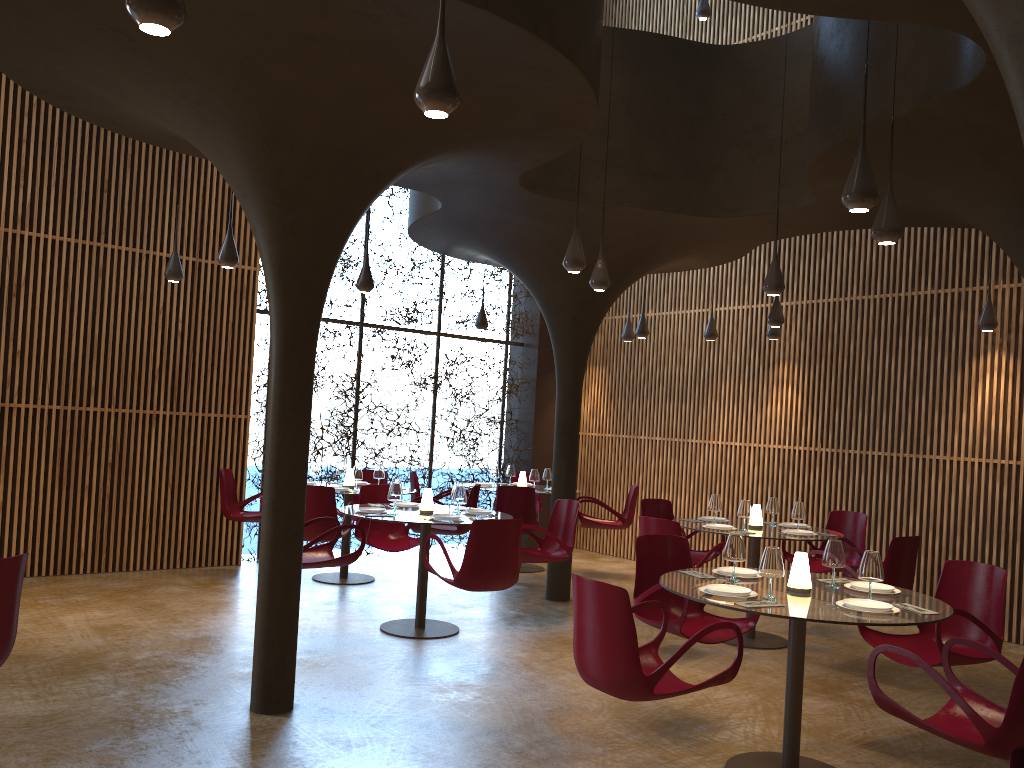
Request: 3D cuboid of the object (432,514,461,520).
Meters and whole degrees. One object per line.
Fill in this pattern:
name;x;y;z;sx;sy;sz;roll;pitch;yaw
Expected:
object;-0.599;1.218;8.114;0.263;0.029;0.263;4;-2;-14

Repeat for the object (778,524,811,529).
object;2.925;1.473;9.172;0.332;0.014;0.331;5;-3;-40

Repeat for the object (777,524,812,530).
object;2.928;1.474;9.169;0.204;0.012;0.410;5;-3;-41

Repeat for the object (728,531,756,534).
object;2.163;1.401;8.343;0.262;0.017;0.126;5;-3;-33

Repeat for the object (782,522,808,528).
object;2.925;1.463;9.173;0.263;0.029;0.263;5;-3;-27

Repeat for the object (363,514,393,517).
object;-1.215;1.197;8.053;0.262;0.017;0.126;4;-3;-23

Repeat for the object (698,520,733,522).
object;2.126;1.436;9.345;0.411;0.012;0.204;5;-3;-36

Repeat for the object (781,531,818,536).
object;2.758;1.435;8.510;0.332;0.014;0.332;4;-3;-15

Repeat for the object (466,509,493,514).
object;-0.320;1.260;8.737;0.263;0.029;0.263;5;-3;-37

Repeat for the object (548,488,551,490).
object;0.658;1.480;12.369;0.331;0.014;0.332;2;-3;25

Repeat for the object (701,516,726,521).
object;2.123;1.425;9.342;0.263;0.029;0.263;3;-2;-2

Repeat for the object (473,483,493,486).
object;-0.404;1.426;12.522;0.331;0.014;0.332;2;-3;33

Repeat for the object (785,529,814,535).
object;2.759;1.425;8.510;0.263;0.029;0.263;2;-3;30

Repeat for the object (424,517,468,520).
object;-0.604;1.228;8.111;0.411;0.012;0.204;4;-3;-22

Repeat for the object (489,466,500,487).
object;-0.244;1.290;12.348;0.142;0.295;0.142;4;-2;-39

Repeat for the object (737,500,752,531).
object;2.251;1.272;8.570;0.142;0.295;0.142;2;-2;45

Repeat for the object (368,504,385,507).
object;-1.369;1.226;8.949;0.126;0.017;0.262;4;-3;-22

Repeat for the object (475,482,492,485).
object;-0.403;1.416;12.523;0.263;0.029;0.263;1;-3;39

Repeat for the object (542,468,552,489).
object;0.502;1.341;12.537;0.142;0.295;0.142;4;-1;-21

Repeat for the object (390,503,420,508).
object;-1.082;1.239;9.043;0.332;0.014;0.332;4;-2;-12

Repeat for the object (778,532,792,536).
object;2.754;1.436;8.507;0.411;0.012;0.204;5;-3;-32

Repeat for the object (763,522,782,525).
object;2.756;1.481;9.423;0.262;0.017;0.126;5;-3;-37

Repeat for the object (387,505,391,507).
object;-1.078;1.241;9.045;0.411;0.012;0.204;4;-3;-26

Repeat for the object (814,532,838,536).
object;3.033;1.463;8.634;0.126;0.017;0.262;5;-3;-28

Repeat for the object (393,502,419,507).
object;-1.081;1.230;9.043;0.263;0.029;0.263;5;-3;-37

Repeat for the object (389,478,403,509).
object;-1.156;1.089;8.827;0.142;0.295;0.142;3;-1;0

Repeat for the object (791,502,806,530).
object;2.824;1.311;8.738;0.142;0.295;0.142;3;-1;5

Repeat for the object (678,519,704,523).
object;1.856;1.420;9.199;0.126;0.017;0.262;5;-3;-32

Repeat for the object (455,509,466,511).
object;-0.444;1.282;9.013;0.262;0.017;0.126;5;-3;-27

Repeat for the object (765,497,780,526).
object;2.700;1.324;9.195;0.142;0.295;0.142;4;-2;-38

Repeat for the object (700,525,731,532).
object;2.010;1.398;8.609;0.204;0.012;0.410;5;-3;-37

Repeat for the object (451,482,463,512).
object;-0.538;1.123;8.800;0.142;0.295;0.142;2;-2;39

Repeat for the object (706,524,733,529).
object;2.014;1.387;8.606;0.263;0.029;0.263;5;-3;-33

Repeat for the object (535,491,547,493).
object;0.396;1.451;11.888;0.126;0.017;0.262;3;-2;12

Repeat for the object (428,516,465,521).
object;-0.600;1.227;8.114;0.332;0.014;0.332;4;-2;-8

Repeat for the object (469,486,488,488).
object;-0.458;1.417;12.225;0.262;0.017;0.126;3;-2;7

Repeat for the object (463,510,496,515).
object;-0.321;1.270;8.737;0.331;0.014;0.332;2;-3;34

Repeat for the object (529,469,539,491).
object;0.303;1.311;12.107;0.142;0.295;0.142;3;-1;11

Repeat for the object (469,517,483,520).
object;-0.308;1.254;8.188;0.126;0.017;0.262;4;-3;-18

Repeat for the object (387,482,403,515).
object;-1.089;1.069;8.262;0.142;0.295;0.142;2;-2;43

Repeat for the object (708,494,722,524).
object;2.087;1.285;9.115;0.142;0.295;0.142;3;-1;24

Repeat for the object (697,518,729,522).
object;2.122;1.434;9.342;0.332;0.014;0.332;4;-3;-25

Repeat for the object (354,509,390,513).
object;-1.317;1.196;8.337;0.331;0.014;0.332;1;-3;45

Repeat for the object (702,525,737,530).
object;2.013;1.397;8.606;0.331;0.014;0.332;1;-3;41

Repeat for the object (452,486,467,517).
object;-0.495;1.105;8.327;0.142;0.295;0.142;3;-1;26
